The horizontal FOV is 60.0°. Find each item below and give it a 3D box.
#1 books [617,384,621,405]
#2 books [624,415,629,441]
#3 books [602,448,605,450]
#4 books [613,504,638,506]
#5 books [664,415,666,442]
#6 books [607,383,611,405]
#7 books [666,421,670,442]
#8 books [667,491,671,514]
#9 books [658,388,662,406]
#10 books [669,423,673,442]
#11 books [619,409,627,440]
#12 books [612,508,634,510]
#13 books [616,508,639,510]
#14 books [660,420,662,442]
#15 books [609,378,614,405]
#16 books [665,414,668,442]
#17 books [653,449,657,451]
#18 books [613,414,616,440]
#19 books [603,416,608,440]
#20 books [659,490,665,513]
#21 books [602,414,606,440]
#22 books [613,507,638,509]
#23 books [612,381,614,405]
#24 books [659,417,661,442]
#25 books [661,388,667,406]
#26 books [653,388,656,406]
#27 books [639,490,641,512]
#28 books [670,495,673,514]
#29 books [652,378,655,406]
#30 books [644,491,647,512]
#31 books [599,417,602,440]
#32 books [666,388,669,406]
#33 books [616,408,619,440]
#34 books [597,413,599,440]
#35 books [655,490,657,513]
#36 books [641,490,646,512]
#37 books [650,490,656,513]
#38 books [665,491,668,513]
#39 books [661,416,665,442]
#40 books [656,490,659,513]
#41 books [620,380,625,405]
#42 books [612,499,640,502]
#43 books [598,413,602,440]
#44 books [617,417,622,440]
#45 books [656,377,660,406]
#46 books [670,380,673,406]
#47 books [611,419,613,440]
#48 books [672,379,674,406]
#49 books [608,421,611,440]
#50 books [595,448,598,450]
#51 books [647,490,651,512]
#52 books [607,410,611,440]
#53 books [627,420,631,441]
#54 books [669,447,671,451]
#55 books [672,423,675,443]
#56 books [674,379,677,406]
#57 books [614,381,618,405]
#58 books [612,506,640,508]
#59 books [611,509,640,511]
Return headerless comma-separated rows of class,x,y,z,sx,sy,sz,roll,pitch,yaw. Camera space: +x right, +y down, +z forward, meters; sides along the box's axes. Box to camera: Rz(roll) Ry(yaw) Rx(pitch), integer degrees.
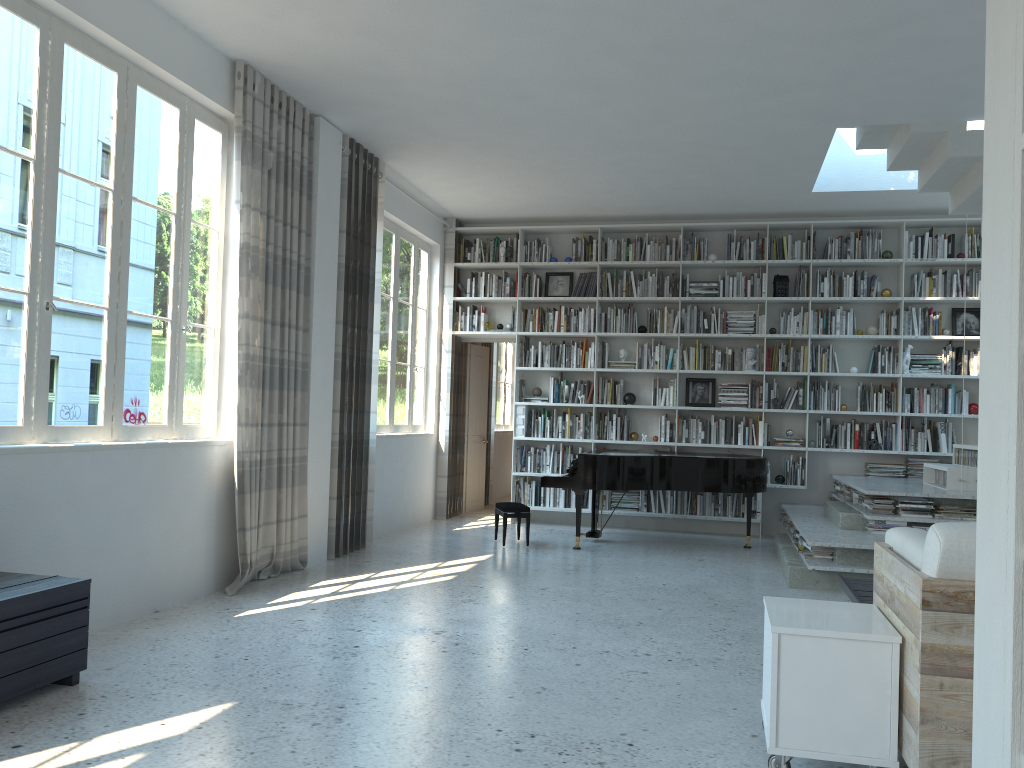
books,1.121,0.113,9.248,0.028,0.216,0.175,2,-2,13
books,1.191,0.458,9.218,0.027,0.261,0.163,2,-2,13
books,0.953,0.813,9.278,0.013,0.288,0.161,2,-2,13
books,1.183,1.246,9.204,0.254,0.007,0.161,1,-2,9
books,1.580,0.460,9.144,0.010,0.277,0.155,2,-2,13
books,1.020,0.105,9.280,0.025,0.228,0.153,2,-2,13
books,1.609,0.488,9.124,0.029,0.221,0.153,2,-2,13
books,1.613,1.191,9.084,0.024,0.260,0.189,2,-2,13
books,1.530,0.140,9.169,0.030,0.183,0.154,2,-2,13
books,1.642,0.503,9.136,0.031,0.194,0.142,2,-2,13
books,1.155,0.424,9.229,0.050,0.328,0.166,2,-2,13
books,1.180,1.294,9.203,0.254,0.007,0.161,1,-2,17
books,1.182,1.288,9.212,0.254,0.007,0.161,1,-2,13
books,1.542,0.485,9.157,0.015,0.225,0.148,2,-2,13
books,1.041,0.082,9.254,0.026,0.274,0.190,2,-2,13
books,1.591,0.453,9.138,0.014,0.290,0.132,2,-2,13
books,1.475,0.822,9.166,0.025,0.294,0.134,2,-2,13
books,1.077,0.451,9.246,0.027,0.269,0.185,2,-2,13
books,0.986,0.460,9.271,0.042,0.248,0.162,2,-2,13
books,1.546,1.182,9.118,0.073,0.275,0.181,1,-2,13
books,0.958,0.447,9.269,0.012,0.272,0.181,2,-2,13
books,1.182,1.281,9.210,0.254,0.007,0.161,1,-2,14
books,1.065,0.098,9.269,0.014,0.244,0.153,2,-2,13
books,1.527,0.470,9.153,0.012,0.254,0.161,2,-2,13
books,1.569,0.137,9.144,0.057,0.188,0.156,1,-2,13
books,1.478,0.137,9.166,0.025,0.186,0.154,2,-2,13
books,1.334,1.188,9.161,0.012,0.254,0.161,2,-2,13
books,1.639,1.232,9.093,0.024,0.179,0.171,2,-2,13
books,1.462,0.087,9.176,0.012,0.285,0.159,2,-2,13
books,1.384,1.215,9.151,0.029,0.202,0.178,2,-2,13
books,0.939,0.463,9.281,0.030,0.239,0.157,2,-2,13
books,1.609,0.139,9.139,0.024,0.188,0.172,2,-2,13
books,1.103,0.418,9.266,0.013,0.339,0.138,2,-2,13
books,0.909,0.445,9.302,0.013,0.275,0.147,2,-2,13
books,1.491,1.203,9.125,0.011,0.232,0.174,2,-2,13
books,1.359,1.183,9.171,0.031,0.265,0.144,2,-2,13
books,1.456,1.191,9.136,0.062,0.253,0.177,1,-2,13
books,1.597,1.192,9.120,0.025,0.259,0.132,2,-2,13
books,1.559,0.463,9.135,0.027,0.269,0.159,2,-2,13
books,1.501,1.181,9.115,0.012,0.274,0.180,2,-2,13
books,1.152,0.090,9.257,0.028,0.266,0.144,2,-2,13
books,1.187,1.205,9.214,0.285,0.007,0.159,1,-2,13
books,0.920,0.441,9.290,0.013,0.283,0.146,2,-2,13
books,1.120,0.467,9.253,0.029,0.241,0.135,2,-2,13
books,1.510,0.082,9.169,0.012,0.298,0.166,2,-2,13
books,1.646,0.099,9.128,0.027,0.269,0.178,2,-2,13
books,1.053,0.478,9.253,0.021,0.215,0.172,2,-2,13
books,1.663,0.094,9.114,0.011,0.279,0.187,2,-2,13
books,1.032,0.487,9.263,0.024,0.196,0.157,2,-2,13
books,0.885,0.813,9.298,0.012,0.285,0.159,2,-2,13
books,1.416,1.198,9.157,0.028,0.238,0.136,2,-2,13
books,1.014,0.428,9.264,0.014,0.313,0.166,2,-2,13
books,1.218,0.484,9.226,0.023,0.212,0.160,2,-2,13
books,1.616,0.812,9.110,0.013,0.320,0.173,2,-2,13
books,1.665,0.500,9.117,0.024,0.201,0.158,2,-2,13
books,1.679,0.093,9.113,0.021,0.281,0.162,2,-2,13
books,1.089,0.097,9.280,0.028,0.247,0.142,2,-2,13
books,1.181,1.274,9.203,0.285,0.007,0.159,1,-2,9
books,1.182,1.302,9.212,0.285,0.007,0.159,1,-2,13
